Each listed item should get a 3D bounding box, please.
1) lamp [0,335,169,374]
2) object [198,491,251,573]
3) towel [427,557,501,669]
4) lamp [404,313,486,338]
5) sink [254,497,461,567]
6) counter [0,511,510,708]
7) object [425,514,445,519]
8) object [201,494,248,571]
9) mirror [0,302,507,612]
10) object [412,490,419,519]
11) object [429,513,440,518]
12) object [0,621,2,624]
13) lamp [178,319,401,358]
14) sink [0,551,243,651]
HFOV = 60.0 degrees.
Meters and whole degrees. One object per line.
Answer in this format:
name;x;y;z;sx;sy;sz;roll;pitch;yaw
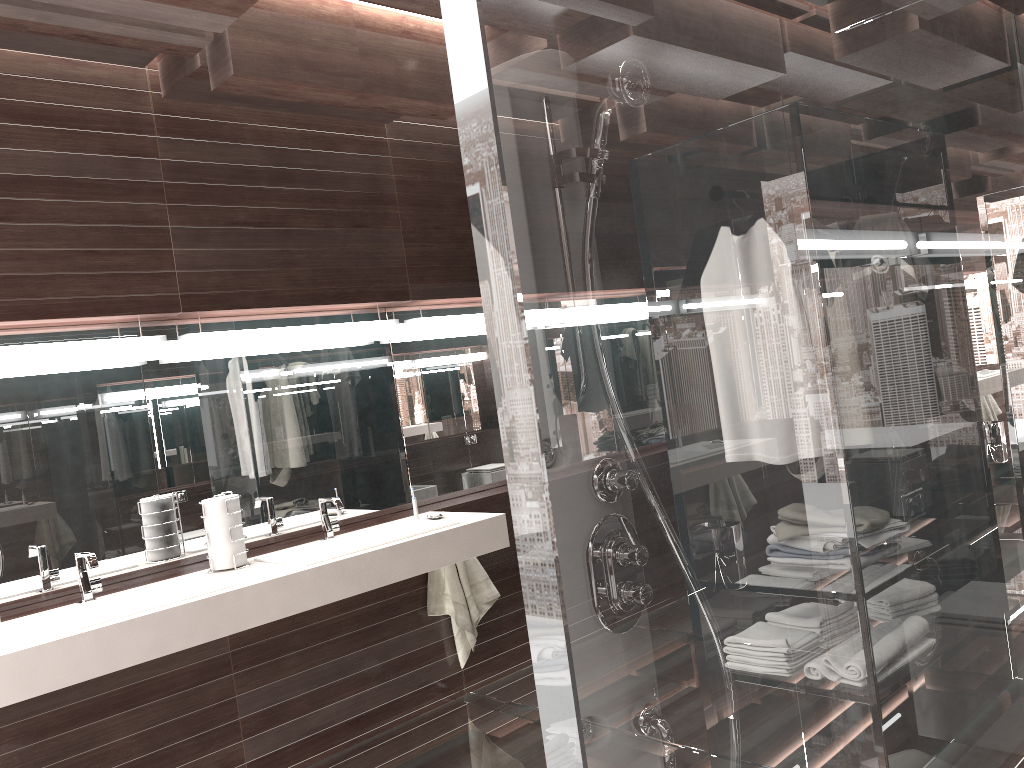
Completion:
lamp;-1.604;-0.082;2.882;0.950;0.082;0.082;-8;1;-43
object;-1.008;0.517;3.117;0.145;0.261;0.136;-8;0;0
towel;-0.198;0.887;3.835;0.368;0.678;0.156;-8;1;-43
lamp;-0.110;-0.300;4.292;0.950;0.082;0.082;-8;1;-43
sink;-0.595;0.523;3.323;0.681;0.193;0.427;-8;1;-43
counter;-0.888;0.698;3.002;1.954;0.131;0.488;-8;1;-43
object;-0.314;0.543;3.618;0.065;0.011;0.108;-8;0;-22
object;-1.008;0.519;3.109;0.124;0.246;0.128;-8;0;28
mirror;0.508;-0.021;2.164;5.081;0.916;4.126;-8;1;-43
object;-0.402;0.494;3.661;0.022;0.132;0.022;-8;0;-6
object;-0.316;0.536;3.618;0.035;0.016;0.066;-8;0;-23
object;-1.554;0.661;2.664;0.022;0.132;0.022;-8;0;29
lamp;-0.861;-0.190;3.583;0.950;0.082;0.082;-8;1;-43
sink;-1.245;0.617;2.709;0.681;0.193;0.427;-8;1;-43
